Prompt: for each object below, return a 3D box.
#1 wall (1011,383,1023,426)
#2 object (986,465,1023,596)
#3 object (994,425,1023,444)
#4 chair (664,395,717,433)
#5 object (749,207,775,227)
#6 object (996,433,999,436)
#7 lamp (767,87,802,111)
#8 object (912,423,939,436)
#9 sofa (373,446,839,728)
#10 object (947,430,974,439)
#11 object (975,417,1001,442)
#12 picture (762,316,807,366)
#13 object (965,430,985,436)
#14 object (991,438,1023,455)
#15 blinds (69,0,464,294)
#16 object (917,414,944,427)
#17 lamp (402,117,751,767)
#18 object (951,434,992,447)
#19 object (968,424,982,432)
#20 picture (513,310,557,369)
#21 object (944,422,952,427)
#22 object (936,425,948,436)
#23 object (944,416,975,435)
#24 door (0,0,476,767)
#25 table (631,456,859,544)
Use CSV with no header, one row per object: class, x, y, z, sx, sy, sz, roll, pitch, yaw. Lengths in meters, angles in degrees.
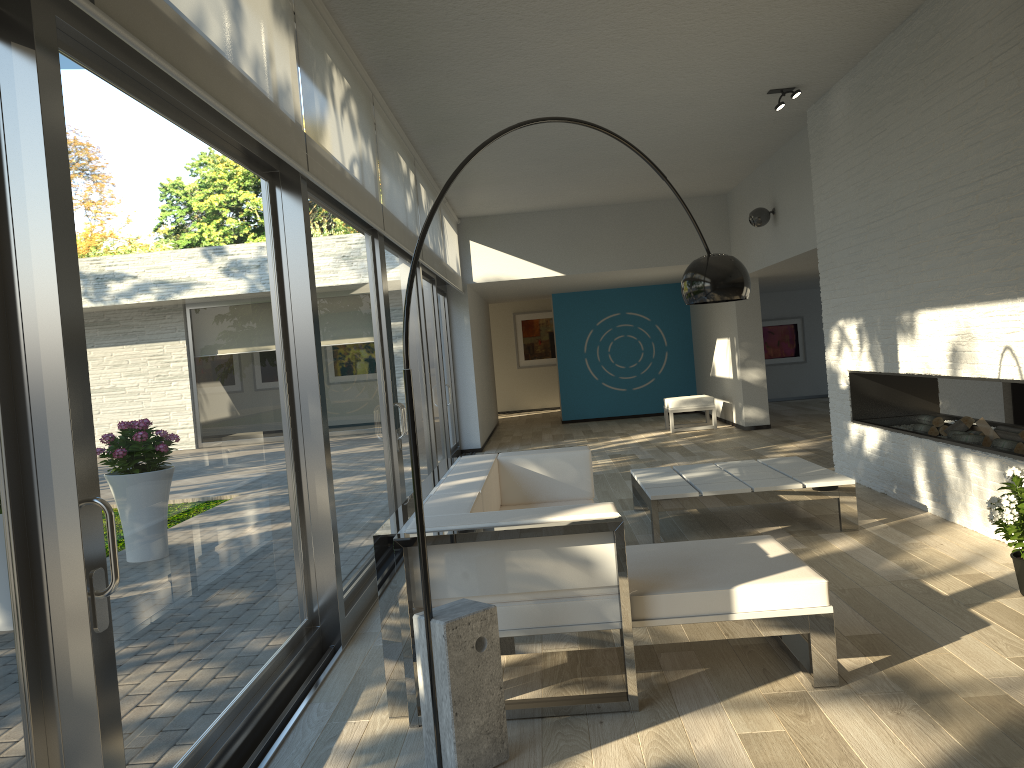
wall,5.283,-0.483,8.636,0.920,1.947,0.108,-5,1,2
object,2.277,0.628,3.817,0.404,0.571,0.431,-4,1,24
object,2.884,0.291,5.095,0.093,0.088,0.260,-5,2,1
chair,2.454,0.403,12.262,0.611,0.442,0.610,-5,2,2
object,2.622,-1.738,9.224,0.315,0.203,0.201,-5,1,2
object,3.024,0.328,5.657,0.082,0.073,0.237,-5,2,1
lamp,2.067,-2.154,6.706,0.234,0.153,0.135,-5,1,2
object,2.891,0.322,6.202,0.075,0.074,0.246,-5,2,1
sofa,0.354,0.734,4.153,1.545,0.654,2.405,-5,2,2
object,2.872,0.340,5.665,0.075,0.074,0.246,-5,2,1
object,2.949,0.293,5.481,0.064,0.165,0.225,-5,2,1
picture,4.765,-0.754,15.860,0.958,0.828,0.017,-5,1,2
object,2.945,0.335,5.650,0.076,0.076,0.236,-5,2,1
object,2.853,0.360,5.096,0.075,0.074,0.246,-5,2,1
blinds,-0.869,-1.454,5.749,0.056,0.983,11.533,-5,2,2
object,2.924,0.255,6.197,0.082,0.073,0.237,-5,2,1
lamp,0.361,0.071,3.144,0.282,2.023,1.755,-4,2,45
object,2.829,0.350,5.475,0.075,0.074,0.245,-5,2,-19
object,2.985,0.289,5.682,0.064,0.060,0.229,-5,2,3
picture,0.748,-0.963,18.751,1.378,1.191,0.017,-5,1,2
object,3.043,0.309,6.194,0.082,0.073,0.237,-5,2,1
object,2.963,0.316,6.187,0.076,0.076,0.236,-5,2,1
object,2.908,0.286,5.763,0.093,0.170,0.272,-5,2,1
door,0.136,-0.052,7.594,19.439,2.373,22.956,-5,2,2
table,1.477,0.755,5.936,1.220,0.305,1.220,-5,2,2
